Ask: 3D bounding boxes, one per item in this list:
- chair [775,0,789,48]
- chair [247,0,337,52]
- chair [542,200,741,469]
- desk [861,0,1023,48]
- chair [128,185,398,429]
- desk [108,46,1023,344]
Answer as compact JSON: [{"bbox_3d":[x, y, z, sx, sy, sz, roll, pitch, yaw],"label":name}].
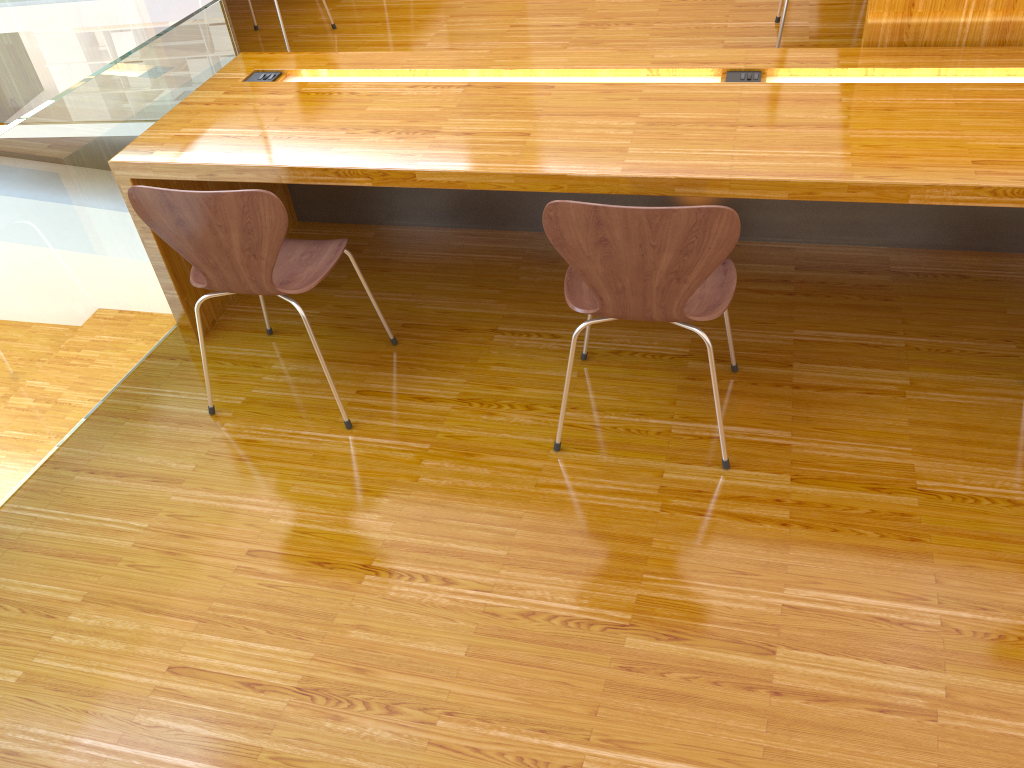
[{"bbox_3d":[1.060,-1.436,2.826,0.381,0.693,0.428,5,42,14],"label":"chair"},{"bbox_3d":[-0.992,-1.617,3.350,0.381,0.693,0.428,5,42,14],"label":"chair"},{"bbox_3d":[0.319,-0.199,2.060,0.428,0.693,0.381,5,42,14],"label":"chair"},{"bbox_3d":[1.703,-1.984,3.431,0.760,0.606,3.185,5,42,14],"label":"desk"},{"bbox_3d":[-0.618,-0.282,2.299,0.428,0.693,0.381,5,42,14],"label":"chair"},{"bbox_3d":[0.596,-0.465,2.404,3.185,0.606,0.760,5,42,14],"label":"desk"}]
